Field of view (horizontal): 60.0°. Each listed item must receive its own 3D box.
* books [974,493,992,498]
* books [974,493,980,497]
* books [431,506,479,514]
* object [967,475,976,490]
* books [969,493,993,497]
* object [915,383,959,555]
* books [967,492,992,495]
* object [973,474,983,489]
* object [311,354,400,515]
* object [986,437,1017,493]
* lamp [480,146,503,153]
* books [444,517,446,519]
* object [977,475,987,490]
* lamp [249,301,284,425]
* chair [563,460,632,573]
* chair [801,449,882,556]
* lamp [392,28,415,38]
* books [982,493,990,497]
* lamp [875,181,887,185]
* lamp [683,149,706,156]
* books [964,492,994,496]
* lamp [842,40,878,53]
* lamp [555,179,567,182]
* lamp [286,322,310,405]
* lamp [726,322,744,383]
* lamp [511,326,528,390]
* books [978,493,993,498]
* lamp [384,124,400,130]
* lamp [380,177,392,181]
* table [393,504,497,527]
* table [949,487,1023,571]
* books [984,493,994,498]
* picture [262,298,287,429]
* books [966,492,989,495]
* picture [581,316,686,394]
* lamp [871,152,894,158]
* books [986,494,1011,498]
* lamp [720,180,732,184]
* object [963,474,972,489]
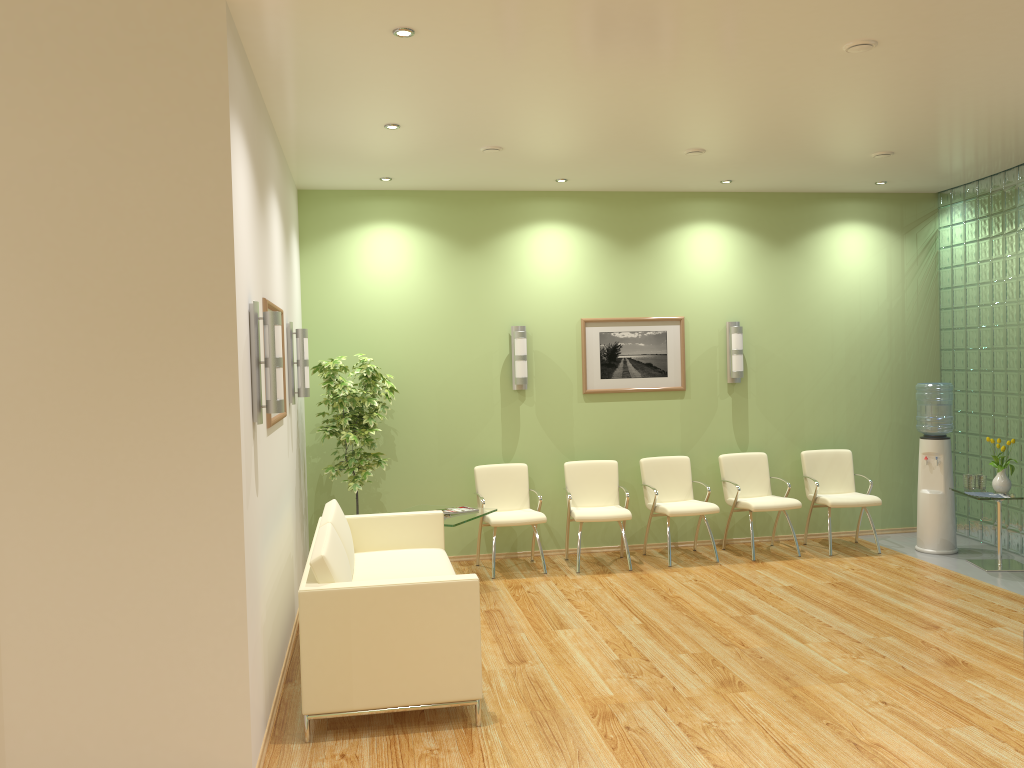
[{"bbox_3d":[3.861,0.900,7.196,0.210,0.004,0.150,-3,2,-34],"label":"books"},{"bbox_3d":[3.846,0.900,7.229,0.210,0.004,0.150,-2,2,-14],"label":"books"},{"bbox_3d":[-0.463,1.004,7.077,0.328,0.031,0.230,-3,2,-34],"label":"books"},{"bbox_3d":[3.883,0.834,7.494,0.071,0.119,0.072,-2,2,-9],"label":"object"},{"bbox_3d":[3.852,0.900,7.212,0.210,0.004,0.150,-2,2,-24],"label":"books"},{"bbox_3d":[3.794,0.745,7.946,0.353,1.506,0.353,-2,2,-2],"label":"object"},{"bbox_3d":[3.846,0.899,7.283,0.210,0.004,0.150,-1,2,16],"label":"books"},{"bbox_3d":[3.976,0.830,7.564,0.071,0.119,0.072,-2,2,-9],"label":"object"},{"bbox_3d":[-1.268,0.699,7.304,0.668,1.900,0.943,-2,2,-1],"label":"object"},{"bbox_3d":[4.038,0.665,7.313,0.219,0.459,0.201,-1,2,20],"label":"object"},{"bbox_3d":[-0.148,-1.697,6.452,0.167,0.024,0.167,0,2,41],"label":"lamp"},{"bbox_3d":[-0.686,1.016,6.864,0.230,0.031,0.328,-2,2,-29],"label":"books"},{"bbox_3d":[3.967,0.833,7.484,0.071,0.119,0.072,-2,2,-9],"label":"object"},{"bbox_3d":[-1.164,-0.101,4.221,0.142,0.580,0.134,-2,2,-9],"label":"lamp"},{"bbox_3d":[0.749,1.143,7.783,0.536,0.881,0.650,-2,2,-4],"label":"chair"},{"bbox_3d":[3.017,1.072,8.159,0.536,0.881,0.650,-2,2,-4],"label":"chair"},{"bbox_3d":[-0.503,-1.632,4.124,0.105,0.011,0.105,-1,2,24],"label":"lamp"},{"bbox_3d":[3.887,0.900,7.170,0.150,0.004,0.210,0,2,35],"label":"books"},{"bbox_3d":[3.384,-1.842,8.136,0.105,0.011,0.105,-2,2,-28],"label":"lamp"},{"bbox_3d":[1.381,-1.745,6.708,0.167,0.024,0.167,0,2,41],"label":"lamp"},{"bbox_3d":[3.843,0.899,7.265,0.210,0.004,0.150,-1,2,6],"label":"books"},{"bbox_3d":[1.756,-1.694,4.473,0.167,0.024,0.167,-1,2,30],"label":"lamp"},{"bbox_3d":[0.427,-1.751,7.641,0.105,0.011,0.105,-2,2,-28],"label":"lamp"},{"bbox_3d":[-1.506,-0.147,6.260,0.142,0.580,0.134,-2,2,-9],"label":"lamp"},{"bbox_3d":[2.112,-0.300,8.376,0.134,0.580,0.142,-2,2,-9],"label":"lamp"},{"bbox_3d":[0.074,-0.237,8.035,0.134,0.580,0.142,-2,2,-9],"label":"lamp"},{"bbox_3d":[3.873,0.900,7.181,0.210,0.004,0.150,-3,2,-44],"label":"books"},{"bbox_3d":[-0.778,-1.669,5.759,0.105,0.011,0.105,-1,2,24],"label":"lamp"},{"bbox_3d":[-1.052,-1.705,7.394,0.105,0.011,0.105,-1,2,16],"label":"lamp"},{"bbox_3d":[-0.595,1.332,7.010,0.736,0.614,0.736,-1,2,26],"label":"table"},{"bbox_3d":[4.041,1.201,7.348,0.581,0.614,0.581,-1,2,5],"label":"table"},{"bbox_3d":[3.902,0.900,7.160,0.150,0.004,0.210,-1,2,26],"label":"books"},{"bbox_3d":[-1.394,-0.123,5.235,0.025,0.700,1.000,-2,2,-9],"label":"picture"},{"bbox_3d":[3.843,0.900,7.247,0.210,0.004,0.150,-2,2,-4],"label":"books"},{"bbox_3d":[1.140,-0.271,8.273,1.000,0.700,0.025,-2,2,-9],"label":"picture"},{"bbox_3d":[2.911,-1.792,6.963,0.167,0.024,0.167,-2,2,-26],"label":"lamp"},{"bbox_3d":[3.920,0.900,7.154,0.150,0.004,0.210,-1,2,16],"label":"books"},{"bbox_3d":[1.906,-1.797,7.889,0.105,0.011,0.105,-2,2,-28],"label":"lamp"},{"bbox_3d":[3.893,0.832,7.578,0.071,0.119,0.072,-2,2,-9],"label":"object"}]
